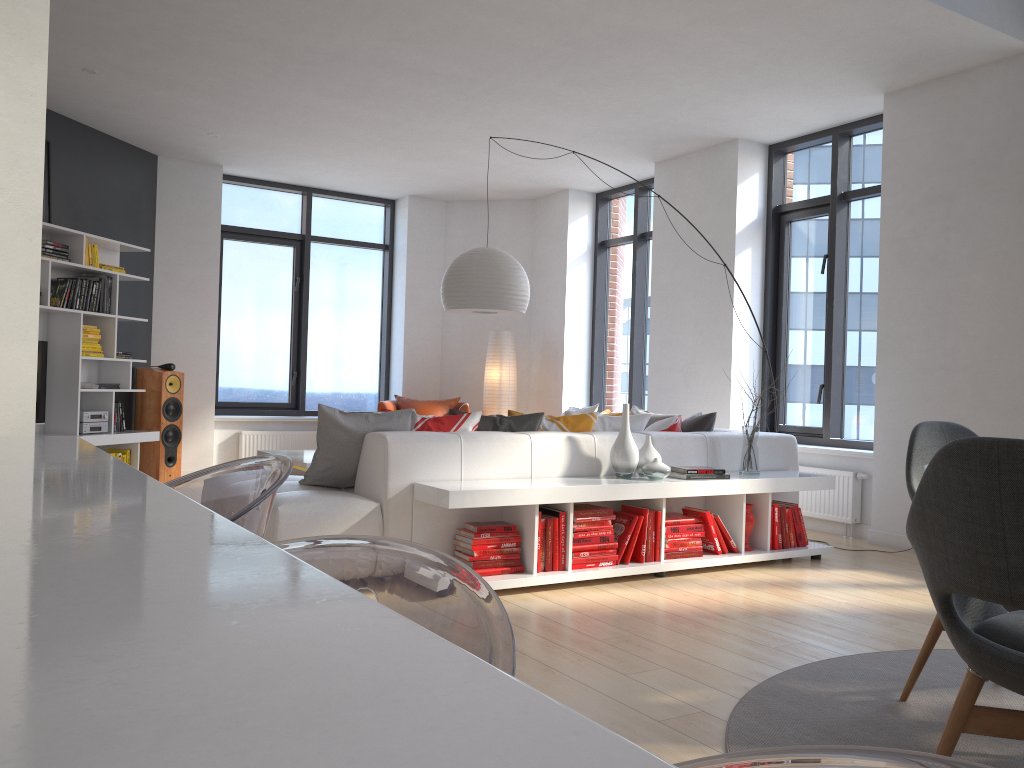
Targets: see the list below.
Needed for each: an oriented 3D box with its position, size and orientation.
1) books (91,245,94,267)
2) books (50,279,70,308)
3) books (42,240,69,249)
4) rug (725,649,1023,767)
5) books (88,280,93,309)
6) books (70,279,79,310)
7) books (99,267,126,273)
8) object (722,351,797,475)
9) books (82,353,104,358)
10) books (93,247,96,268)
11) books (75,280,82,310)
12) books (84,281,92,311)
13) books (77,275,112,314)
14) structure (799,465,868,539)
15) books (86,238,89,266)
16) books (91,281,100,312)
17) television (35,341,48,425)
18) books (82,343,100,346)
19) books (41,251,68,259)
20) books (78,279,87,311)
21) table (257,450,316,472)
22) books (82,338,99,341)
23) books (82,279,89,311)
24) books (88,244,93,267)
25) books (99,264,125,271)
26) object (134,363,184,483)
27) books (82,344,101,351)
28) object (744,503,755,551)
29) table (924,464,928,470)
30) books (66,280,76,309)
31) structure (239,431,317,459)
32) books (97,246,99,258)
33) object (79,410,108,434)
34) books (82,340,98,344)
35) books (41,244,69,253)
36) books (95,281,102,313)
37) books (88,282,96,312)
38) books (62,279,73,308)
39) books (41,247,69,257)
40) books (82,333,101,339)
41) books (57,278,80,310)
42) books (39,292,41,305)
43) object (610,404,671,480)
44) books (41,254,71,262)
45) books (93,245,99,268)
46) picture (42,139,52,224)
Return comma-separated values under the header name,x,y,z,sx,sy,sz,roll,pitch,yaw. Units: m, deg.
name,x,y,z,sx,sy,sz,roll,pitch,yaw
books,-3.342,-1.002,6.957,0.128,0.178,0.044,2,0,13
books,-3.455,-0.684,6.704,0.182,0.234,0.104,2,0,13
books,-3.490,-1.041,6.626,0.209,0.030,0.266,2,0,6
rug,1.807,1.021,2.170,2.499,0.010,2.499,2,0,31
books,-3.397,-0.691,6.963,0.192,0.254,0.075,2,0,12
books,-3.412,-0.685,6.796,0.172,0.242,0.069,2,0,14
books,-3.325,-0.925,7.234,0.194,0.028,0.257,2,0,18
object,1.453,0.159,5.162,0.406,0.744,0.607,2,0,8
books,-3.409,-0.230,7.031,0.194,0.028,0.257,2,0,18
books,-3.327,-0.992,6.972,0.108,0.161,0.046,2,0,12
books,-3.420,-0.685,6.849,0.179,0.243,0.068,2,0,12
books,-3.377,-0.683,6.934,0.172,0.242,0.069,2,0,14
books,-3.379,-0.717,7.159,0.259,0.321,0.128,2,0,13
structure,2.150,0.830,6.479,0.110,0.460,1.015,2,0,-32
books,-3.381,-1.027,6.913,0.164,0.224,0.054,2,0,12
books,-3.381,-0.688,7.025,0.191,0.249,0.084,2,0,13
television,-3.656,0.023,6.160,0.207,0.704,1.102,2,0,13
books,-3.434,-0.318,7.033,0.189,0.014,0.251,2,0,16
books,-3.489,-0.960,6.621,0.189,0.020,0.264,2,0,11
books,-3.416,-0.690,6.886,0.191,0.249,0.084,2,0,13
table,-1.130,0.727,6.351,1.091,0.435,1.091,2,0,-32
books,-3.430,-0.355,7.035,0.171,0.019,0.239,2,0,13
books,-3.409,-0.694,6.920,0.197,0.260,0.066,2,0,13
books,-3.353,-1.003,6.939,0.132,0.180,0.054,2,0,13
books,-3.333,-0.951,7.233,0.203,0.024,0.257,2,0,16
object,-3.166,0.356,7.861,0.434,1.088,0.290,2,0,28
books,-3.421,-0.289,7.032,0.189,0.042,0.243,2,0,13
object,1.326,0.819,5.082,0.125,0.258,0.125,2,0,36
table,1.828,0.634,2.177,1.499,0.764,1.499,2,0,-43
books,-3.432,-0.683,6.765,0.169,0.233,0.081,2,0,12
structure,-2.048,0.711,9.081,1.474,0.460,0.110,2,0,-32
books,-3.338,-1.005,7.023,0.142,0.184,0.044,2,0,14
object,-3.402,0.301,7.025,0.270,0.174,0.285,2,0,13
books,-3.416,-0.335,7.019,0.145,0.023,0.217,2,0,17
books,-3.479,-1.014,6.626,0.180,0.026,0.246,2,0,16
books,-3.374,-0.692,7.058,0.197,0.260,0.066,2,0,13
books,-3.379,-0.685,6.985,0.179,0.243,0.071,2,0,12
books,-3.452,-0.683,6.737,0.187,0.234,0.096,2,0,13
books,-3.507,-0.986,6.629,0.214,0.030,0.284,2,0,16
books,-3.425,-0.381,7.045,0.176,0.033,0.239,2,0,16
books,-3.432,-0.693,6.824,0.192,0.254,0.075,2,0,12
books,-3.583,-0.643,6.308,0.277,0.137,0.343,2,0,8
object,0.678,0.306,4.775,0.316,0.398,0.319,2,0,-8
books,-3.486,-0.935,6.622,0.214,0.030,0.284,2,0,16
books,-3.335,-1.005,6.998,0.141,0.184,0.064,2,0,14
picture,-3.696,-1.528,6.217,0.076,0.707,1.279,2,0,13
